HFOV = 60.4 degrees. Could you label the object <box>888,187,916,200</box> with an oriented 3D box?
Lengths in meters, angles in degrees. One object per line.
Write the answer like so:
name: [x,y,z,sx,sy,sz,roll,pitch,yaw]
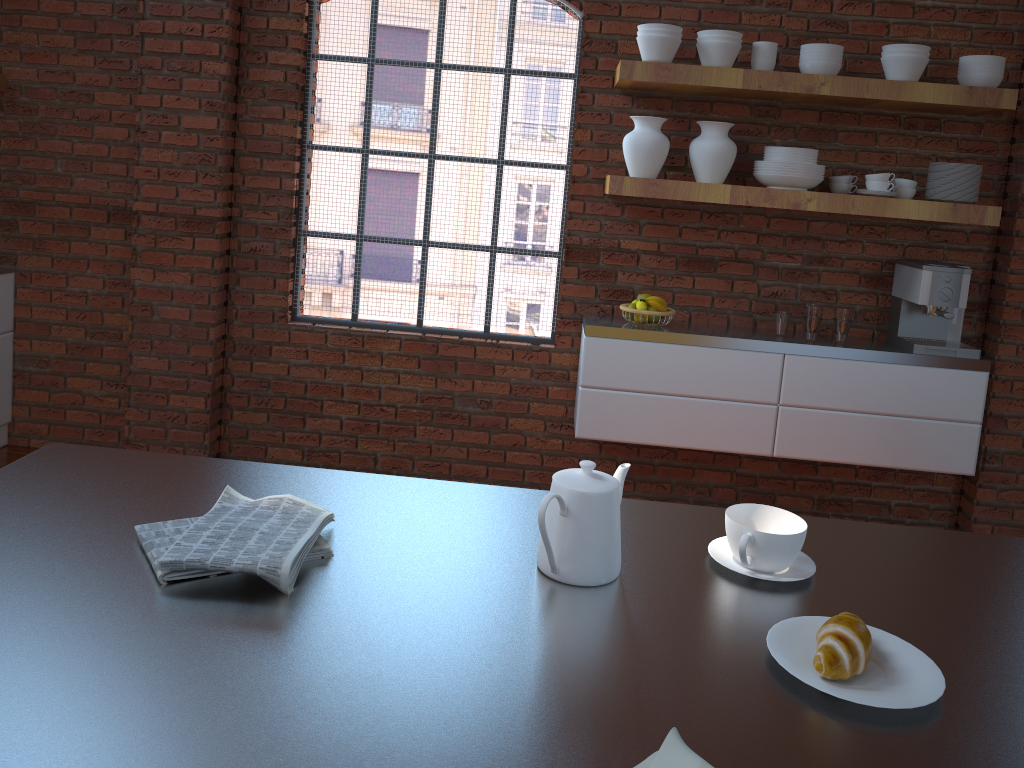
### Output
object: [1.622,-0.789,3.653,0.100,0.046,0.093,14,15,36]

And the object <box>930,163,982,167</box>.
object: [1.802,-0.885,3.576,0.195,0.013,0.197,9,14,19]

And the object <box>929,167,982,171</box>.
object: [1.801,-0.867,3.578,0.195,0.013,0.197,9,14,19]

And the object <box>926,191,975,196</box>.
object: [1.793,-0.771,3.588,0.195,0.013,0.197,9,14,19]

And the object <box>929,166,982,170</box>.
object: [1.801,-0.871,3.577,0.195,0.013,0.197,9,14,19]

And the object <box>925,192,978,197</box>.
object: [1.792,-0.767,3.589,0.195,0.013,0.197,9,14,19]

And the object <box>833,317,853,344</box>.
object: [1.362,-0.218,3.639,0.078,0.102,0.078,7,9,14]

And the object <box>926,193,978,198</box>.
object: [1.792,-0.762,3.589,0.195,0.013,0.197,9,14,19]

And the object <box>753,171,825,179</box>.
object: [1.133,-0.836,3.616,0.281,0.054,0.288,1,13,-14]

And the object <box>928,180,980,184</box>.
object: [1.797,-0.817,3.583,0.195,0.013,0.197,9,14,19]

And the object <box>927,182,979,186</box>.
object: [1.796,-0.808,3.584,0.195,0.013,0.197,9,14,19]

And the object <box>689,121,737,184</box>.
object: [0.828,-0.951,3.633,0.192,0.246,0.196,0,10,-26]

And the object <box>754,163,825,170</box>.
object: [1.136,-0.866,3.613,0.281,0.054,0.288,1,13,-14]

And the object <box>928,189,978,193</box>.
object: [1.794,-0.781,3.587,0.195,0.013,0.197,9,14,19]

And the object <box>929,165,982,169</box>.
object: [1.801,-0.876,3.577,0.195,0.013,0.197,9,14,19]

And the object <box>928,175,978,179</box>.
object: [1.798,-0.834,3.581,0.195,0.013,0.197,9,14,19]

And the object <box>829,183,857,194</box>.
object: [1.393,-0.825,3.727,0.092,0.046,0.101,1,13,-18]

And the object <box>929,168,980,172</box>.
object: [1.800,-0.862,3.578,0.195,0.013,0.197,9,14,19]

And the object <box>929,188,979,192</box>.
object: [1.794,-0.786,3.587,0.195,0.013,0.197,9,14,19]

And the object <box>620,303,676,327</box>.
object: [0.573,-0.288,3.734,0.236,0.070,0.239,-6,16,-39]

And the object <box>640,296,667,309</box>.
object: [0.610,-0.330,3.694,0.067,0.083,0.185,12,14,39]

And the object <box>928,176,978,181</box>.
object: [1.798,-0.831,3.582,0.195,0.013,0.197,9,14,19]

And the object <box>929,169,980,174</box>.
object: [1.800,-0.858,3.579,0.195,0.013,0.197,9,14,19]

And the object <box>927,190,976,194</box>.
object: [1.793,-0.776,3.588,0.195,0.013,0.197,9,14,19]

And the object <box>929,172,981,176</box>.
object: [1.799,-0.848,3.580,0.195,0.013,0.197,9,14,19]

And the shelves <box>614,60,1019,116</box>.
shelves: [1.198,-1.208,3.603,1.536,0.075,0.344,5,13,3]

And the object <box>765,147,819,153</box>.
object: [1.141,-0.936,3.605,0.213,0.054,0.218,3,13,-6]

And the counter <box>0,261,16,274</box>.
counter: [-2.688,-0.343,3.072,0.714,0.044,2.023,5,13,2]

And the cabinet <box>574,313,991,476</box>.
cabinet: [1.096,0.028,3.740,1.622,0.469,0.343,5,9,3]

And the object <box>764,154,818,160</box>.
object: [1.139,-0.907,3.609,0.213,0.054,0.218,3,13,-6]

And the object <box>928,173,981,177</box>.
object: [1.799,-0.844,3.580,0.195,0.013,0.197,9,14,19]

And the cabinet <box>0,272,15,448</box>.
cabinet: [-2.725,0.079,3.118,0.711,0.803,2.023,5,12,2]

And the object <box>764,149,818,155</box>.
object: [1.141,-0.926,3.606,0.213,0.054,0.218,3,13,-6]

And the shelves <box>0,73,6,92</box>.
shelves: [-2.650,-1.154,2.980,0.654,0.075,2.016,5,13,2]

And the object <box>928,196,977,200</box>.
object: [1.791,-0.753,3.590,0.195,0.013,0.197,9,14,19]

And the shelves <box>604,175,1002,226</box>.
shelves: [1.162,-0.765,3.652,1.536,0.075,0.344,5,13,3]

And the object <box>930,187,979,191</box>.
object: [1.794,-0.790,3.586,0.195,0.013,0.197,9,14,19]

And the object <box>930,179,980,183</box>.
object: [1.797,-0.821,3.583,0.195,0.013,0.197,9,14,19]

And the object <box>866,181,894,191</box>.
object: [1.480,-0.796,3.562,0.092,0.046,0.101,4,12,-3]

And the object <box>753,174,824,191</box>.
object: [1.132,-0.826,3.617,0.281,0.054,0.288,1,13,-14]

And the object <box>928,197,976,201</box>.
object: [1.791,-0.749,3.591,0.195,0.013,0.197,9,14,19]

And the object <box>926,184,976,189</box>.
object: [1.795,-0.799,3.585,0.195,0.013,0.197,9,14,19]

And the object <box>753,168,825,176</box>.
object: [1.134,-0.848,3.615,0.281,0.054,0.288,1,13,-14]

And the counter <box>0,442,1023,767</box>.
counter: [0.696,0.428,1.001,3.143,0.128,1.044,5,13,3]

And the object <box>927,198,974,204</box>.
object: [1.791,-0.744,3.591,0.195,0.013,0.197,9,14,19]

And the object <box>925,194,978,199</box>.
object: [1.792,-0.758,3.590,0.195,0.013,0.197,9,14,19]

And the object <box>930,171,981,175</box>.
object: [1.800,-0.853,3.579,0.195,0.013,0.197,9,14,19]

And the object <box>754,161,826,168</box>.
object: [1.137,-0.877,3.612,0.281,0.054,0.288,1,13,-14]

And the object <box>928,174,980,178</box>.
object: [1.798,-0.839,3.581,0.195,0.013,0.197,9,14,19]

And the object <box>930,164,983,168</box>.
object: [1.802,-0.880,3.576,0.195,0.013,0.197,9,14,19]

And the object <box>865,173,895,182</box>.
object: [1.477,-0.828,3.557,0.092,0.058,0.102,2,12,-14]

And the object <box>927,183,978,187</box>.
object: [1.795,-0.804,3.585,0.195,0.013,0.197,9,14,19]

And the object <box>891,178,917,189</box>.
object: [1.627,-0.822,3.655,0.101,0.058,0.093,10,13,25]

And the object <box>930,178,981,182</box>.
object: [1.797,-0.826,3.582,0.195,0.013,0.197,9,14,19]

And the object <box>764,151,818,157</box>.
object: [1.140,-0.917,3.607,0.213,0.054,0.218,3,13,-6]

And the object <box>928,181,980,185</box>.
object: [1.796,-0.813,3.584,0.195,0.013,0.197,9,14,19]

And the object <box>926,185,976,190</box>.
object: [1.795,-0.795,3.586,0.195,0.013,0.197,9,14,19]

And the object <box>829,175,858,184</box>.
object: [1.390,-0.856,3.720,0.092,0.058,0.102,-2,13,-29]
